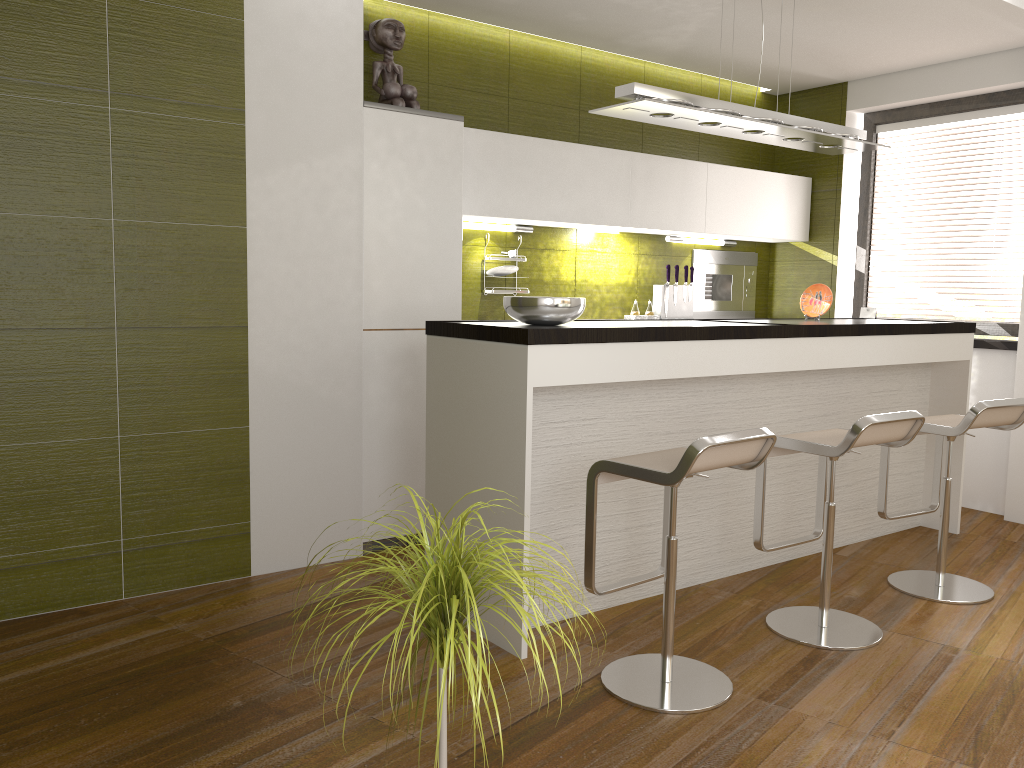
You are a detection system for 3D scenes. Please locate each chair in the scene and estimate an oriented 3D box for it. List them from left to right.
[{"bbox_3d":[0.522,0.548,2.817,0.418,0.857,0.460,-4,8,-41],"label":"chair"},{"bbox_3d":[1.205,0.507,3.315,0.418,0.857,0.460,-3,8,-36],"label":"chair"},{"bbox_3d":[1.889,0.467,3.814,0.418,0.857,0.460,-3,7,-31],"label":"chair"}]

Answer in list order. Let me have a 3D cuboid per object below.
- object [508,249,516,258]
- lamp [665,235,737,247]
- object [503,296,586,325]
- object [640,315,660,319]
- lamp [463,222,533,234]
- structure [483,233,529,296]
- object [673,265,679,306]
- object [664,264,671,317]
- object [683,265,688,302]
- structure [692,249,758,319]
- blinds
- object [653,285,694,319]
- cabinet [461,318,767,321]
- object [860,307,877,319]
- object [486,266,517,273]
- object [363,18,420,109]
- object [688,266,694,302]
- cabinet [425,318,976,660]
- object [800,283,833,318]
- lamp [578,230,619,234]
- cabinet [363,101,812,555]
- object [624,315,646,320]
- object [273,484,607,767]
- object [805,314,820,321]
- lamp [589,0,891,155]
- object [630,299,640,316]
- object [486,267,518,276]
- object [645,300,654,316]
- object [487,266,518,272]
[{"bbox_3d":[-0.001,-0.735,5.021,0.046,0.053,0.051,1,6,-5],"label":"object"},{"bbox_3d":[1.272,-0.954,5.930,0.716,0.041,0.095,-3,8,-36],"label":"lamp"},{"bbox_3d":[0.122,-0.278,3.376,0.311,0.105,0.311,-2,7,-23],"label":"object"},{"bbox_3d":[0.872,-0.420,5.626,0.107,0.032,0.107,-2,7,-24],"label":"object"},{"bbox_3d":[-0.178,-0.872,4.910,0.715,0.041,0.041,-3,8,-36],"label":"lamp"},{"bbox_3d":[-0.032,-0.671,4.994,0.266,0.346,0.110,-3,8,-36],"label":"structure"},{"bbox_3d":[1.046,-0.630,5.672,0.042,0.264,0.013,-3,8,-36],"label":"object"},{"bbox_3d":[0.981,-0.589,5.630,0.046,0.339,0.013,-3,8,-36],"label":"object"},{"bbox_3d":[1.118,-0.644,5.723,0.036,0.243,0.013,-3,8,-36],"label":"object"},{"bbox_3d":[1.481,-0.685,6.159,0.663,0.469,0.015,-3,8,-36],"label":"structure"},{"bbox_3d":[3.464,-3.964,9.360,16.000,12.704,9.030,1,6,3],"label":"blinds"},{"bbox_3d":[1.043,-0.525,5.733,0.293,0.227,0.107,-3,8,-36],"label":"object"},{"bbox_3d":[0.786,0.154,5.478,2.940,1.086,0.465,-3,8,-36],"label":"cabinet"},{"bbox_3d":[2.347,-0.419,5.850,0.057,0.169,0.106,-4,8,-41],"label":"object"},{"bbox_3d":[-0.054,-0.633,4.942,0.181,0.052,0.173,-3,8,-36],"label":"object"},{"bbox_3d":[-0.578,-1.550,4.336,0.195,0.488,0.304,-4,8,-38],"label":"object"},{"bbox_3d":[1.159,-0.648,5.753,0.040,0.231,0.013,-3,8,-36],"label":"object"},{"bbox_3d":[1.038,0.280,4.108,2.947,1.134,0.663,-3,8,-36],"label":"cabinet"},{"bbox_3d":[1.593,-0.437,4.642,0.055,0.178,0.184,-4,8,-40],"label":"object"},{"bbox_3d":[0.533,-0.935,5.442,0.334,0.008,0.008,-3,8,-36],"label":"lamp"},{"bbox_3d":[0.508,-0.345,5.367,3.471,2.089,0.724,-3,8,-36],"label":"cabinet"},{"bbox_3d":[0.768,-0.412,5.535,0.107,0.032,0.107,-3,8,-35],"label":"object"},{"bbox_3d":[-0.131,0.636,1.656,0.585,0.904,0.606,4,7,22],"label":"object"},{"bbox_3d":[1.592,-0.399,4.645,0.072,0.131,0.088,-4,8,-41],"label":"object"},{"bbox_3d":[1.092,-1.470,3.953,1.677,0.683,0.326,-3,8,-36],"label":"lamp"},{"bbox_3d":[0.769,-0.467,5.529,0.059,0.121,0.059,2,6,10],"label":"object"},{"bbox_3d":[-0.053,-0.627,4.941,0.181,0.052,0.173,-3,8,-36],"label":"object"},{"bbox_3d":[0.873,-0.474,5.620,0.059,0.121,0.059,3,7,21],"label":"object"},{"bbox_3d":[-0.053,-0.630,4.942,0.181,0.052,0.173,-3,8,-36],"label":"object"}]
